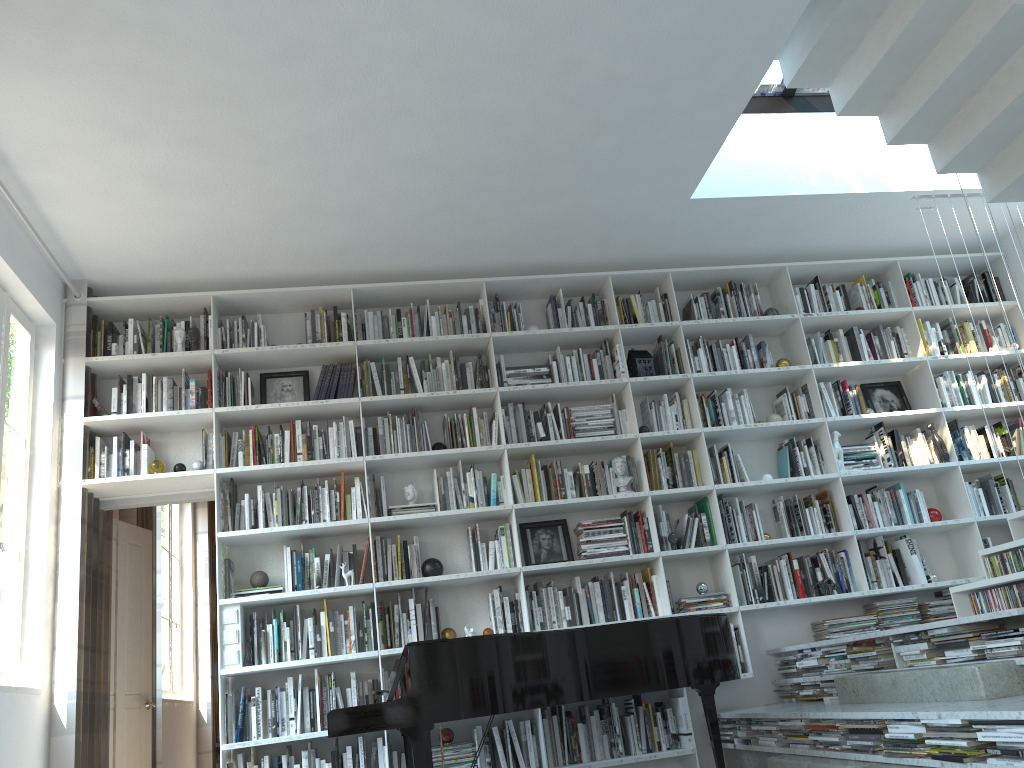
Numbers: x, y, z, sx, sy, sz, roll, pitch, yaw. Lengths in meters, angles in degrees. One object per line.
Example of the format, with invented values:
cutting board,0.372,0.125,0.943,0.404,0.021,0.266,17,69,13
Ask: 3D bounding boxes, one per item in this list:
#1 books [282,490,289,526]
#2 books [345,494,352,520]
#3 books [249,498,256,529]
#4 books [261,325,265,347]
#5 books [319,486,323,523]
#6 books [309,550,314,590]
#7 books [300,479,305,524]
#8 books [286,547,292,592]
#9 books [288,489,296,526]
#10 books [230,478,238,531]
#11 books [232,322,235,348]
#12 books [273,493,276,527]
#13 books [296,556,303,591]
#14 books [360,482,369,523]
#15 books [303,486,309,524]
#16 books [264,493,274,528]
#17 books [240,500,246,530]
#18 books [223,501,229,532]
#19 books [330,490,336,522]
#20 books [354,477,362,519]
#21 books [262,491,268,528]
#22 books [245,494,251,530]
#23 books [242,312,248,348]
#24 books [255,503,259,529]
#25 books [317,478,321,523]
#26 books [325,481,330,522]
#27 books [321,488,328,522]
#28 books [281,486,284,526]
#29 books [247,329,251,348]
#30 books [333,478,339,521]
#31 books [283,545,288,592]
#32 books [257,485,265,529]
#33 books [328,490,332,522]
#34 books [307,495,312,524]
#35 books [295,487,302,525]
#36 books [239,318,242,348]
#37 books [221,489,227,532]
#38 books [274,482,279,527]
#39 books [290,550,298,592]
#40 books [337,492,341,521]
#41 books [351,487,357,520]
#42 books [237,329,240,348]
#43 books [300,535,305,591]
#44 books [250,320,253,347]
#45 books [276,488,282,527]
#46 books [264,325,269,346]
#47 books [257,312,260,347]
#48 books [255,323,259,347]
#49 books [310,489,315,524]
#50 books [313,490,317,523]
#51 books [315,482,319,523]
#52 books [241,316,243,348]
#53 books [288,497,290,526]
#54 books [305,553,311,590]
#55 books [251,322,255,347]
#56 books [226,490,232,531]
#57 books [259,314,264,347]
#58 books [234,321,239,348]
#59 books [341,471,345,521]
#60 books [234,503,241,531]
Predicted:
books,-1.323,0.759,5.210,0.024,0.236,0.167,-4,-19,-10
books,-0.969,0.764,5.279,0.030,0.182,0.152,-4,-19,-10
books,-1.504,0.785,5.163,0.028,0.203,0.189,-4,-19,-10
books,-1.552,-0.244,5.555,0.014,0.201,0.171,-4,-19,-10
books,-1.130,0.746,5.269,0.011,0.251,0.140,-4,-19,-10
books,-1.155,1.095,5.135,0.022,0.248,0.129,-4,-19,-10
books,-1.232,0.726,5.245,0.013,0.298,0.152,-4,-19,-10
books,-1.277,1.088,5.107,0.024,0.272,0.151,-4,-19,-10
books,-1.292,0.757,5.225,0.023,0.241,0.185,-4,-19,-10
books,-1.617,0.732,5.167,0.012,0.332,0.185,-4,-19,-10
books,-1.723,-0.244,5.522,0.013,0.224,0.177,-4,-19,-10
books,-1.385,0.770,5.206,0.014,0.229,0.149,-4,-19,-10
books,-1.213,1.107,5.086,0.029,0.207,0.190,-4,-19,-10
books,-0.885,0.725,5.313,0.036,0.256,0.123,-4,-19,-10
books,-1.214,0.748,5.251,0.021,0.255,0.156,-4,-19,-10
books,-1.420,0.773,5.221,0.049,0.242,0.140,-4,-19,-10
books,-1.565,0.795,5.178,0.042,0.208,0.144,-4,-19,-10
books,-1.653,0.800,5.158,0.026,0.208,0.155,-4,-19,-10
books,-1.059,0.755,5.275,0.021,0.220,0.149,-4,-19,-10
books,-0.918,0.714,5.311,0.027,0.285,0.148,-4,-19,-10
books,-1.446,0.765,5.194,0.011,0.245,0.177,-4,-19,-10
books,-1.532,0.775,5.173,0.022,0.234,0.178,-4,-19,-10
books,-1.660,-0.280,5.528,0.015,0.278,0.191,-4,-19,-10
books,-1.486,0.806,5.206,0.021,0.187,0.129,-4,-19,-10
books,-1.145,0.724,5.280,0.011,0.303,0.130,-4,-19,-10
books,-1.089,0.725,5.262,0.015,0.274,0.158,-4,-19,-10
books,-1.112,0.752,5.280,0.028,0.241,0.132,-4,-19,-10
books,-1.345,0.750,5.228,0.011,0.270,0.158,-4,-19,-10
books,-1.636,-0.230,5.533,0.026,0.182,0.162,-4,-19,-10
books,-1.047,0.722,5.294,0.015,0.291,0.144,-4,-19,-10
books,-1.296,1.084,5.106,0.012,0.284,0.160,-4,-19,-10
books,-1.467,0.753,5.204,0.023,0.280,0.175,-4,-19,-10
books,-1.074,0.756,5.268,0.012,0.216,0.161,-4,-19,-10
books,-1.190,0.771,5.247,0.021,0.204,0.130,-4,-19,-10
books,-1.261,0.754,5.249,0.048,0.255,0.142,-4,-19,-10
books,-1.683,-0.264,5.536,0.016,0.260,0.155,-4,-19,-10
books,-1.678,0.769,5.175,0.012,0.284,0.160,-4,-19,-10
books,-1.377,0.739,5.217,0.011,0.292,0.184,-4,-19,-10
books,-1.250,1.097,5.116,0.031,0.254,0.144,-4,-19,-10
books,-1.025,0.757,5.269,0.013,0.202,0.162,-4,-19,-10
books,-0.942,0.743,5.291,0.031,0.222,0.145,-4,-19,-10
books,-1.695,-0.226,5.535,0.014,0.191,0.147,-4,-19,-10
books,-1.207,1.058,5.142,0.011,0.334,0.154,-4,-19,-10
books,-1.622,-0.262,5.553,0.013,0.252,0.129,-4,-19,-10
books,-1.357,0.756,5.205,0.021,0.246,0.189,-4,-19,-10
books,-1.541,-0.245,5.568,0.013,0.209,0.137,-4,-19,-10
books,-1.583,-0.286,5.572,0.007,0.300,0.146,-4,-19,-10
books,-1.588,-0.252,5.537,0.021,0.213,0.174,-4,-19,-10
books,-1.173,0.753,5.240,0.013,0.228,0.177,-4,-19,-10
books,-1.162,0.757,5.253,0.013,0.227,0.152,-4,-19,-10
books,-1.152,0.734,5.258,0.012,0.271,0.146,-4,-19,-10
books,-1.672,-0.271,5.539,0.007,0.271,0.155,-4,-19,-10
books,-1.309,0.782,5.233,0.010,0.203,0.139,-4,-19,-10
books,-1.181,1.107,5.134,0.030,0.230,0.148,-4,-19,-10
books,-1.607,-0.251,5.541,0.013,0.219,0.182,-4,-19,-10
books,-1.632,0.766,5.155,0.027,0.265,0.176,-4,-19,-10
books,-1.574,-0.279,5.584,0.015,0.292,0.131,-4,-19,-10
books,-1.711,-0.252,5.532,0.016,0.242,0.157,-4,-19,-10
books,-1.009,0.699,5.293,0.035,0.324,0.170,-4,-19,-10
books,-1.584,0.803,5.153,0.037,0.181,0.189,-4,-19,-10
